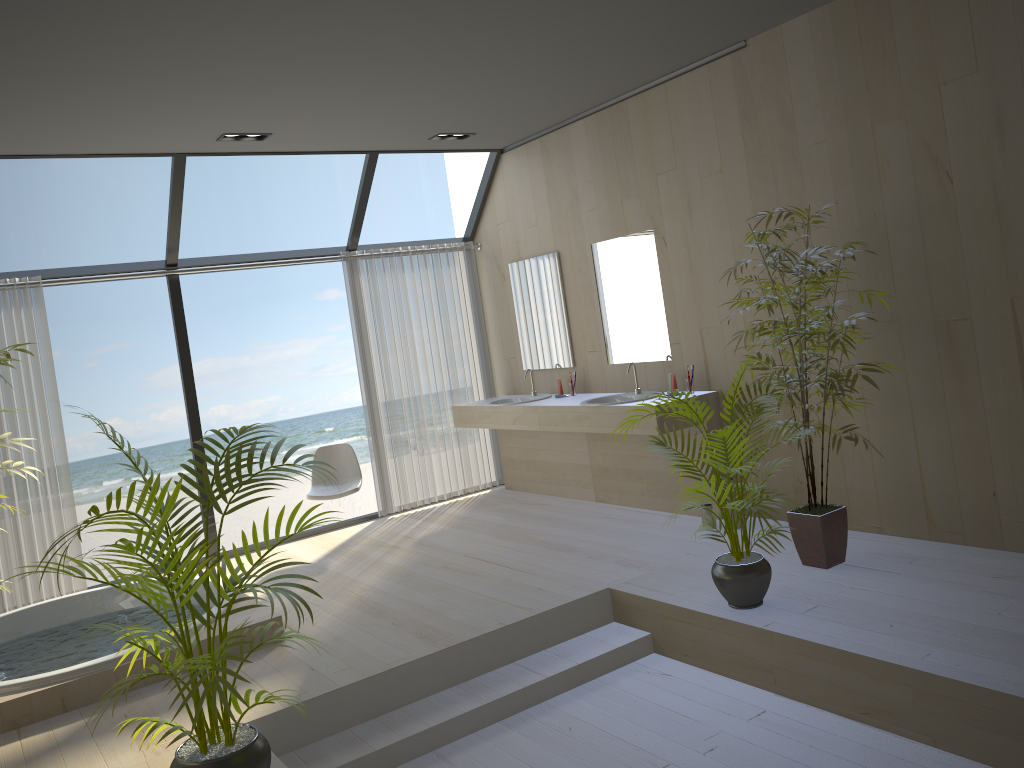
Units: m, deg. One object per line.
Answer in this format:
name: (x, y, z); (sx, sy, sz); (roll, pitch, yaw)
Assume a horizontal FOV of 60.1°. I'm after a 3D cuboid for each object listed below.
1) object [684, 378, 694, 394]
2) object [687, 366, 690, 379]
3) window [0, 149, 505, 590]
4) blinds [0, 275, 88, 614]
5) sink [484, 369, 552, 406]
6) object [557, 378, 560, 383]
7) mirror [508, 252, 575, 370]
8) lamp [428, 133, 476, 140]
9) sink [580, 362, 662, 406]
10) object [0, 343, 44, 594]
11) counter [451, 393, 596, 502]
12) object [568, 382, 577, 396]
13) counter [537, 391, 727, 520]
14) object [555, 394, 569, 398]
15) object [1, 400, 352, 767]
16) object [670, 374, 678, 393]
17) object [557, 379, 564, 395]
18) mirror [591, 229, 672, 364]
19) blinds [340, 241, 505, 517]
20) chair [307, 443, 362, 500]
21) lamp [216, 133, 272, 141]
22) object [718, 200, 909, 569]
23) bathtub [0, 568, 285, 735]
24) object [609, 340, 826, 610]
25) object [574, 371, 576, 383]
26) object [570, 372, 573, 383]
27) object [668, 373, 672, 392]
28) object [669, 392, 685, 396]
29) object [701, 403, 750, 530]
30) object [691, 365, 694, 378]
object: (1.113, 0.014, 5.537); (0.058, 0.100, 0.058); (-9, 2, -23)
object: (1.104, -0.026, 5.507); (0.012, 0.178, 0.050); (-8, 1, 6)
window: (-1.969, -0.176, 6.117); (4.581, 2.811, 0.742); (-10, 2, -34)
blinds: (-3.373, 0.424, 5.373); (1.188, 2.069, 0.084); (-9, 1, -34)
sink: (0.042, 0.110, 6.781); (0.506, 0.419, 0.572); (-10, 3, -30)
object: (0.363, 0.024, 6.702); (0.039, 0.135, 0.039); (-8, 1, 15)
mirror: (0.222, -0.550, 6.896); (0.023, 0.868, 0.651); (-9, 2, -33)
lamp: (-0.436, -1.820, 6.333); (0.302, 0.112, 0.163); (-11, 4, -33)
sink: (0.706, 0.084, 5.778); (0.506, 0.419, 0.572); (-10, 3, -30)
object: (-2.177, 0.599, 3.225); (0.788, 1.755, 0.935); (-8, 1, -8)
counter: (0.122, 0.513, 6.840); (0.553, 0.790, 1.202); (-9, 3, -33)
object: (0.450, 0.040, 6.541); (0.059, 0.100, 0.058); (-9, 2, -27)
counter: (0.785, 0.487, 5.836); (0.553, 0.790, 1.202); (-9, 3, -33)
object: (0.367, 0.086, 6.508); (0.104, 0.029, 0.033); (-8, 2, 7)
object: (-0.935, 0.654, 2.746); (0.870, 1.344, 1.070); (-7, 2, 45)
object: (1.023, 0.006, 5.584); (0.039, 0.135, 0.039); (-8, 1, 8)
object: (0.359, 0.032, 6.588); (0.039, 0.135, 0.039); (-8, 1, 15)
mirror: (0.814, -0.577, 6.049); (0.023, 0.868, 0.651); (-9, 2, -33)
blinds: (-0.695, -0.087, 7.178); (1.188, 2.069, 0.084); (-9, 1, -34)
chair: (-1.274, 0.628, 6.317); (0.369, 0.347, 0.455); (-8, 3, -5)
lamp: (-1.672, -1.584, 5.500); (0.302, 0.112, 0.163); (-11, 4, -33)
object: (1.451, 0.000, 4.316); (0.788, 1.755, 0.935); (-8, 1, -8)
bathtub: (-2.312, 1.356, 4.486); (1.829, 0.698, 1.643); (-11, 4, -33)
object: (0.899, 0.401, 3.870); (0.916, 1.156, 0.752); (-8, 2, 0)
object: (0.459, -0.003, 6.542); (0.054, 0.175, 0.012); (-8, 1, -8)
object: (0.441, 0.000, 6.511); (0.012, 0.178, 0.050); (-8, 1, 6)
object: (1.026, -0.002, 5.698); (0.039, 0.135, 0.039); (-8, 1, 8)
object: (1.030, 0.060, 5.504); (0.104, 0.029, 0.033); (-8, 2, 7)
object: (1.288, 0.470, 5.286); (0.273, 0.748, 0.409); (-7, 2, 44)
object: (1.123, -0.029, 5.538); (0.054, 0.175, 0.012); (-8, 1, -8)
